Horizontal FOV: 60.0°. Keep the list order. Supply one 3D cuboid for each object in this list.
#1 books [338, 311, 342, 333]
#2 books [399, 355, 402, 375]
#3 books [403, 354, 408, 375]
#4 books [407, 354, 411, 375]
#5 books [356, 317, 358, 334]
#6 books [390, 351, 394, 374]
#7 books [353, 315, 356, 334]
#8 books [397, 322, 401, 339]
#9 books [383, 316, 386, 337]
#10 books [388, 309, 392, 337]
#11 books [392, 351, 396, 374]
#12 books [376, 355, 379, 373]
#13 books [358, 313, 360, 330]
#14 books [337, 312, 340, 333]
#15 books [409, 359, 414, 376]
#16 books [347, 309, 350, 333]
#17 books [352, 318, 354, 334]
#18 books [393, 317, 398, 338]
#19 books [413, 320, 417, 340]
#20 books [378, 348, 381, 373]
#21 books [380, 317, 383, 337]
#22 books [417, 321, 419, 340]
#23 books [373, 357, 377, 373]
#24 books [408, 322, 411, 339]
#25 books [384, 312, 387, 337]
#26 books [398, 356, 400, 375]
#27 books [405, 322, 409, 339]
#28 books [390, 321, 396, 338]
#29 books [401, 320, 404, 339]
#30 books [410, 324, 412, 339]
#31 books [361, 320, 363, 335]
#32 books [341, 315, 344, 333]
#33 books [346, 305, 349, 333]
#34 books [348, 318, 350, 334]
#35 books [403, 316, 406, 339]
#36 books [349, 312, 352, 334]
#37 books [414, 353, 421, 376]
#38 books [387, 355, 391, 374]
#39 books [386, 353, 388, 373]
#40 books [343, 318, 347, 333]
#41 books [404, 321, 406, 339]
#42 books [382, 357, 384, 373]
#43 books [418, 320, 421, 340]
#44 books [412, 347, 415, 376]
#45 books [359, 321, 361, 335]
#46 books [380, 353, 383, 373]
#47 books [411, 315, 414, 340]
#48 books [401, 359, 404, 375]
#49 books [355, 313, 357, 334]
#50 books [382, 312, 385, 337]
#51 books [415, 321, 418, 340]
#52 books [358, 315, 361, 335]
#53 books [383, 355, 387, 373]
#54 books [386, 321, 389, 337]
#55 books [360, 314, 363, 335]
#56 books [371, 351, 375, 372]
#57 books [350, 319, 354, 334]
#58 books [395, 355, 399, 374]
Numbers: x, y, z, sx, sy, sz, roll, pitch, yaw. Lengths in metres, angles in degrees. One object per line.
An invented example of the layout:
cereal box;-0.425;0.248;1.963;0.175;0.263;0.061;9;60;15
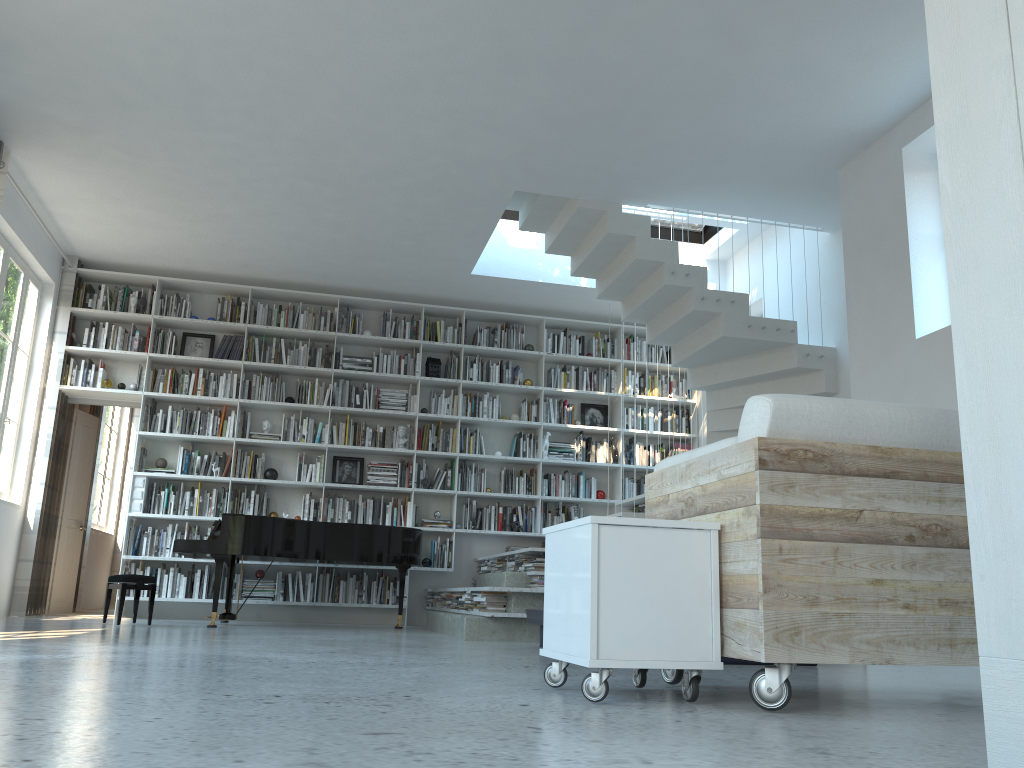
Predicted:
books;-1.720;-0.577;8.847;0.026;0.252;0.186;5;-14;-12
books;-1.128;-0.157;8.899;0.012;0.230;0.158;5;-14;-12
books;-1.077;-0.162;8.907;0.032;0.247;0.173;5;-14;-12
books;-1.051;-0.162;8.930;0.029;0.261;0.133;5;-14;-12
books;-1.555;-0.544;8.888;0.016;0.218;0.144;5;-14;-12
books;-1.218;-0.180;8.907;0.029;0.273;0.141;5;-14;-12
books;-1.584;-0.558;8.895;0.014;0.247;0.139;5;-14;-12
books;-1.147;-0.502;8.971;0.033;0.202;0.166;5;-14;-12
books;-1.296;-0.543;8.960;0.011;0.266;0.129;5;-13;-12
books;-1.240;-0.574;8.961;0.010;0.330;0.186;5;-14;-12
books;-1.188;-0.180;8.892;0.023;0.269;0.185;5;-14;-12
books;-1.353;-0.166;8.876;0.024;0.223;0.129;5;-14;-12
books;-1.544;-0.561;8.892;0.005;0.254;0.168;5;-14;-12
books;-1.743;-0.575;8.861;0.012;0.253;0.161;5;-14;-12
books;-1.021;-0.134;8.916;0.029;0.202;0.192;5;-14;-12
books;-1.643;-0.588;8.882;0.010;0.295;0.153;5;-14;-12
books;-1.597;-0.549;8.904;0.006;0.232;0.136;5;-14;-12
books;-1.180;-0.533;8.990;0.028;0.269;0.140;5;-14;-12
books;-1.001;-0.508;9.015;0.028;0.243;0.161;5;-14;-12
books;-1.325;-0.203;8.848;0.011;0.283;0.190;5;-14;-12
books;-1.321;-0.534;8.953;0.012;0.245;0.151;5;-14;-12
books;-0.967;-0.502;9.023;0.014;0.238;0.153;5;-14;-12
books;-1.371;-0.157;8.839;0.025;0.187;0.193;5;-14;-12
books;-1.057;-0.503;9.022;0.026;0.233;0.137;5;-14;-12
books;-1.283;-0.558;8.957;0.011;0.295;0.157;5;-14;-12
books;-1.140;-0.156;8.902;0.010;0.229;0.152;5;-14;-12
books;-1.071;-0.500;8.971;0.023;0.201;0.193;5;-14;-12
books;-1.215;-0.512;8.958;0.050;0.210;0.173;5;-14;-12
books;-1.120;-0.515;8.985;0.023;0.236;0.154;5;-14;-12
books;-1.036;-0.488;9.017;0.014;0.204;0.135;5;-14;-12
books;-1.513;-0.544;8.919;0.004;0.235;0.138;5;-14;-12
books;-1.701;-0.559;8.867;0.023;0.227;0.157;5;-14;-12
books;-1.656;-0.610;8.890;0.014;0.340;0.145;5;-13;-12
books;-1.637;-0.540;8.886;0.011;0.205;0.146;5;-14;-12
books;-1.100;-0.534;8.979;0.010;0.269;0.180;5;-14;-12
books;-1.620;-0.574;8.870;0.011;0.264;0.164;5;-14;-12
books;-0.954;-0.159;8.880;0.037;0.236;0.273;5;-14;-12
books;-1.242;-0.160;8.876;0.028;0.218;0.184;5;-14;-12
books;-1.264;-0.172;8.883;0.012;0.244;0.132;5;-14;-12
books;-1.675;-0.543;8.857;0.026;0.194;0.167;5;-14;-12
books;-1.092;-0.504;8.985;0.012;0.216;0.180;5;-14;-12
books;-1.302;-0.155;8.872;0.011;0.203;0.133;5;-14;-12
books;-0.951;-0.508;9.035;0.022;0.256;0.137;5;-14;-12
books;-1.001;-0.195;8.944;0.012;0.333;0.156;5;-13;-12
books;-1.528;-0.524;8.897;0.010;0.186;0.153;5;-14;-12
books;-1.314;-0.175;8.861;0.021;0.237;0.172;5;-14;-12
books;-1.021;-0.539;9.025;0.012;0.307;0.138;5;-13;-12
books;-1.108;-0.135;8.894;0.029;0.188;0.176;5;-14;-12
books;-1.569;-0.567;8.894;0.013;0.263;0.147;5;-14;-12
books;-1.304;-0.560;8.945;0.014;0.291;0.176;5;-14;-12
books;-0.982;-0.504;9.029;0.014;0.243;0.145;5;-14;-12
books;-1.540;-0.554;8.912;0.013;0.249;0.148;5;-14;-12
books;-1.280;-0.163;8.864;0.027;0.216;0.190;5;-14;-12
books;-1.267;-0.511;8.964;0.031;0.208;0.147;5;-14;-12
books;-1.515;-0.559;8.901;0.011;0.255;0.144;5;-14;-12
books;-1.389;-0.190;8.847;0.012;0.253;0.161;5;-14;-12
books;-1.607;-0.536;8.877;0.023;0.195;0.172;5;-14;-12
books;-1.165;-0.157;8.884;0.023;0.222;0.191;5;-14;-12
